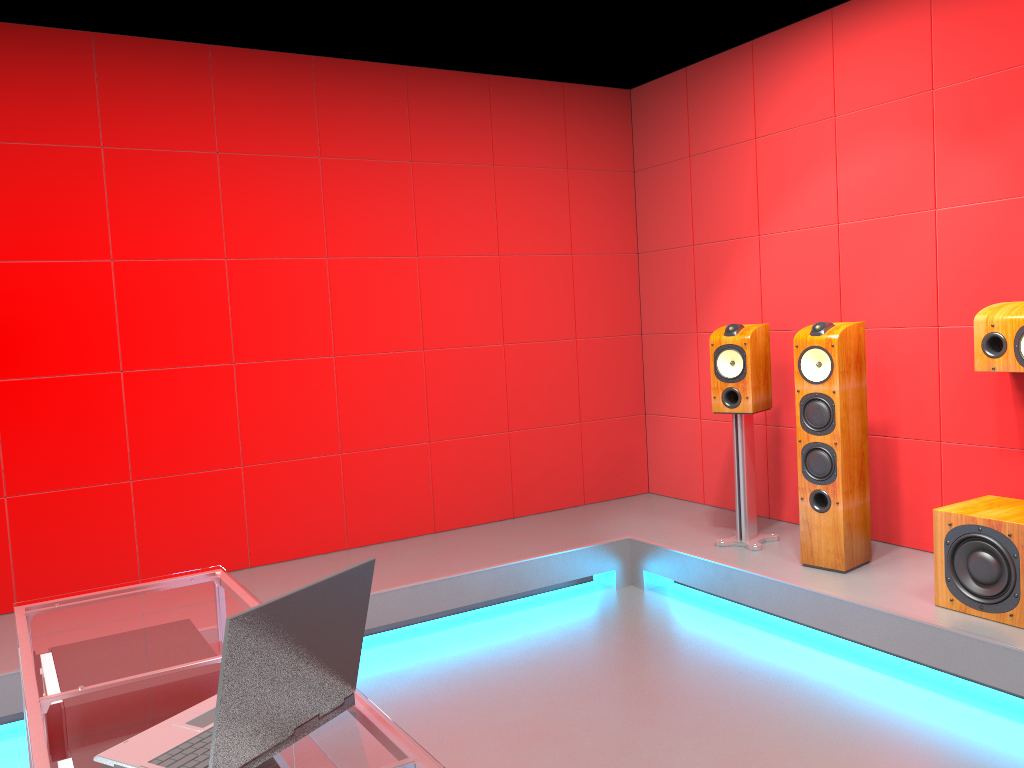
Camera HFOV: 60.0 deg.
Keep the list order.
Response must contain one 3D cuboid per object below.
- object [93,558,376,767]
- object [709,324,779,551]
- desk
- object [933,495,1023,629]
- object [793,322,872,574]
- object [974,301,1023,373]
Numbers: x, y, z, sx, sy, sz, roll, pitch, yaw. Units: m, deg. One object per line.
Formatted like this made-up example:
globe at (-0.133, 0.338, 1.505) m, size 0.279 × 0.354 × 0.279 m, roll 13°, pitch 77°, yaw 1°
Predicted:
object at (-0.463, 0.465, 1.507) m, size 0.340 × 0.285 × 0.342 m, roll -1°, pitch 5°, yaw 29°
object at (1.108, 0.238, 4.246) m, size 0.231 × 1.058 × 0.265 m, roll 0°, pitch 5°, yaw 39°
desk at (-0.717, 0.940, 1.931) m, size 0.594 × 0.690 × 1.617 m, roll -6°, pitch 5°, yaw -31°
object at (1.779, 0.626, 3.174) m, size 0.360 × 0.360 × 0.360 m, roll -6°, pitch 5°, yaw -31°
object at (1.373, 0.257, 3.803) m, size 0.238 × 1.052 × 0.203 m, roll -7°, pitch 5°, yaw -41°
object at (2.013, -0.185, 3.284) m, size 0.235 × 0.271 × 0.493 m, roll -6°, pitch 5°, yaw -31°
